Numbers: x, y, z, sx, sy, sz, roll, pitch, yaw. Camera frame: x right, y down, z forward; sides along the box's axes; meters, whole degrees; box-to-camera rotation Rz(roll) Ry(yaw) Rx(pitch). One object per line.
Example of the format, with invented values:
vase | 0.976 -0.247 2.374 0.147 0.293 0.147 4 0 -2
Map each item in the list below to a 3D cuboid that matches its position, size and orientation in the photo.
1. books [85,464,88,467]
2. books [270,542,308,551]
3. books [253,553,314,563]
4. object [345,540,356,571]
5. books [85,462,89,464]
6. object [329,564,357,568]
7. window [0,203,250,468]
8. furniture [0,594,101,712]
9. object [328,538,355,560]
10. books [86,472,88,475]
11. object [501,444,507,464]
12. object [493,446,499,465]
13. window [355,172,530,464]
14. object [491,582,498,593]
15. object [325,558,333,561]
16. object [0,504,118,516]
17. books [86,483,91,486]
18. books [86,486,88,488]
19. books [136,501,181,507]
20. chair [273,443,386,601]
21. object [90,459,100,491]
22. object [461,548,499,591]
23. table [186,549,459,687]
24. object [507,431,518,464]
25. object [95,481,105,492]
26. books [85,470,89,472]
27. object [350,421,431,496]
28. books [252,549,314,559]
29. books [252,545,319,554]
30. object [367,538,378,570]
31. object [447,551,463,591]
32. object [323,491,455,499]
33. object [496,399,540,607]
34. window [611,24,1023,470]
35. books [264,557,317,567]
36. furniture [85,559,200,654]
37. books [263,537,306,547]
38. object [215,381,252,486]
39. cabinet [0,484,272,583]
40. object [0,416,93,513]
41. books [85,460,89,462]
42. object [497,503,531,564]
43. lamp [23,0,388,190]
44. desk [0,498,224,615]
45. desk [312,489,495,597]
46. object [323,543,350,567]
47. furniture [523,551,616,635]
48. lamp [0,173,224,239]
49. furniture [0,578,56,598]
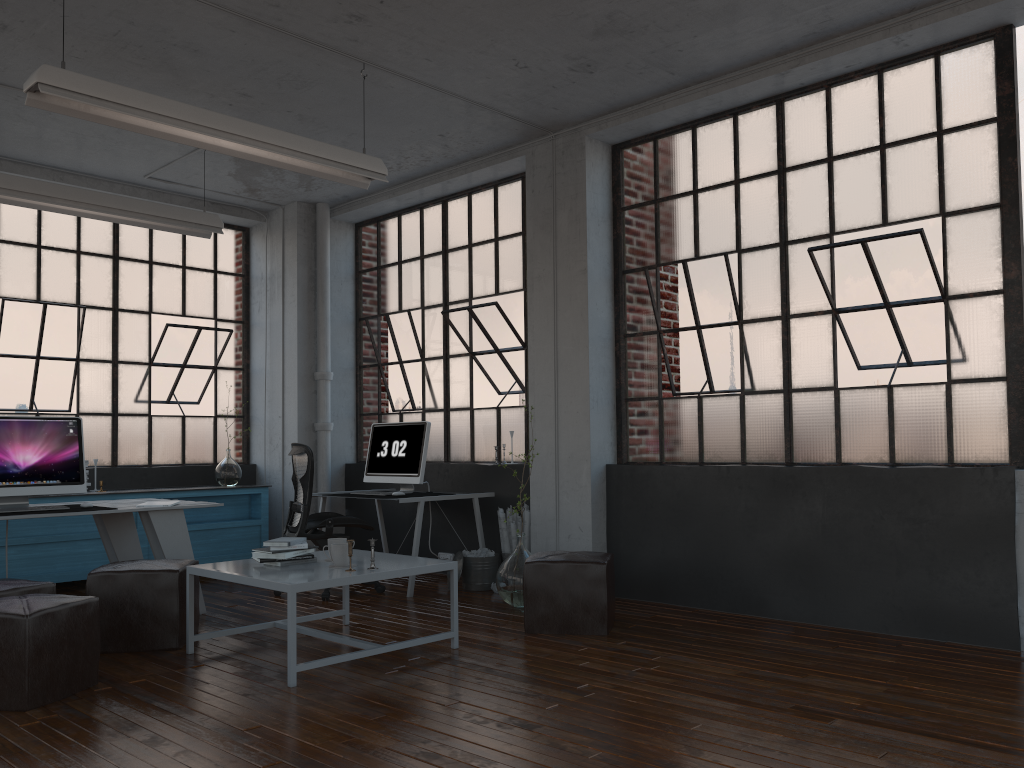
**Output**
books | -3.503 0.644 6.955 0.174 0.021 0.273 -5 -6 44
books | -1.154 0.838 4.583 0.185 0.026 0.125 0 -4 -16
books | -1.187 0.896 4.596 0.274 0.025 0.210 1 -4 -26
object | -0.782 0.830 4.290 0.052 0.148 0.053 0 -3 -6
books | -3.504 0.625 6.955 0.183 0.016 0.288 -5 -6 44
object | -0.850 0.913 4.453 0.137 0.003 0.138 1 -4 -25
window | -3.400 -0.414 7.597 0.670 2.388 2.592 -3 -4 44
furniture | -2.104 1.139 3.806 0.471 0.430 0.471 -1 -3 12
object | -0.917 0.878 4.719 0.129 0.109 0.101 2 -4 -38
books | -3.497 0.706 6.963 0.168 0.017 0.263 -5 -6 44
object | -0.061 0.548 6.925 0.066 0.160 0.066 0 -3 -15
object | -0.122 0.553 6.930 0.055 0.153 0.055 -1 -3 3
window | -0.558 -0.455 7.537 2.593 2.388 0.670 -4 -4 44
object | -0.090 1.456 6.298 0.125 0.107 0.096 0 -3 -5
object | -0.924 0.932 4.708 0.137 0.003 0.138 1 -4 -25
object | -2.862 0.744 5.195 0.848 0.008 0.688 3 -6 -45
books | -3.505 0.792 6.948 0.176 0.025 0.331 -5 -6 44
books | -3.499 0.810 6.938 0.159 0.012 0.285 -5 -6 44
books | -2.224 0.756 5.582 0.205 0.019 0.244 0 -4 -6
chair | -1.346 0.971 6.492 0.793 1.084 0.771 2 -4 -42
object | -3.373 0.737 7.179 0.084 0.256 0.084 -2 -3 21
object | -0.237 1.347 6.493 0.290 0.293 0.291 -1 -3 1
table | -0.973 1.147 4.559 0.973 0.444 0.992 -4 -5 44
object | 0.000 0.492 6.865 0.084 0.256 0.084 0 -3 -24
object | -3.265 0.813 7.046 0.088 0.084 0.088 2 -4 -42
books | -3.513 0.690 6.967 0.183 0.016 0.288 -5 -6 44
object | -0.952 0.571 6.843 0.377 0.552 0.715 2 -4 -45
books | -1.185 0.873 4.597 0.200 0.031 0.272 -2 -4 19
books | -1.177 0.855 4.603 0.200 0.014 0.275 -5 -6 44
object | -0.683 0.831 4.347 0.055 0.153 0.055 -2 -3 20
object | -0.422 1.356 6.420 0.107 0.280 0.293 0 -3 -21
object | -0.952 0.854 6.830 0.687 0.008 0.849 3 -6 -45
object | 0.078 0.748 5.592 0.330 1.338 0.619 0 -3 -10
window | 1.665 -0.633 5.410 2.593 2.388 0.670 -4 -4 44
books | -1.154 0.919 4.610 0.171 0.028 0.218 -5 -5 44
furniture | -1.991 1.194 4.813 0.503 0.460 0.504 0 -3 -8
books | -1.171 0.814 4.570 0.141 0.026 0.202 -2 -4 14
object | -2.428 0.432 7.829 0.434 0.938 0.232 -2 -3 25
cabinet | -3.106 1.226 7.150 0.627 0.732 2.264 -4 -5 44
object | -2.866 0.462 5.210 0.714 0.552 0.377 3 -4 -45
books | -3.501 0.608 6.944 0.183 0.016 0.288 -5 -6 44
object | 0.048 1.182 6.510 0.293 0.627 0.275 -1 -3 -4
lamp | -1.422 -1.498 4.485 0.202 0.627 1.878 -3 -4 44
desk | -2.954 1.102 5.313 1.076 0.703 2.078 -4 -5 44
desk | -0.894 1.191 6.869 1.227 0.687 0.933 -4 -5 44
object | -0.868 0.858 4.442 0.129 0.109 0.101 2 -4 -38
furniture | 0.338 1.203 5.106 0.503 0.460 0.504 -1 -3 11
lamp | -2.751 -1.193 5.674 0.202 0.205 1.878 -4 -5 44
furniture | -2.531 1.172 4.246 0.480 0.439 0.480 -2 -4 22
